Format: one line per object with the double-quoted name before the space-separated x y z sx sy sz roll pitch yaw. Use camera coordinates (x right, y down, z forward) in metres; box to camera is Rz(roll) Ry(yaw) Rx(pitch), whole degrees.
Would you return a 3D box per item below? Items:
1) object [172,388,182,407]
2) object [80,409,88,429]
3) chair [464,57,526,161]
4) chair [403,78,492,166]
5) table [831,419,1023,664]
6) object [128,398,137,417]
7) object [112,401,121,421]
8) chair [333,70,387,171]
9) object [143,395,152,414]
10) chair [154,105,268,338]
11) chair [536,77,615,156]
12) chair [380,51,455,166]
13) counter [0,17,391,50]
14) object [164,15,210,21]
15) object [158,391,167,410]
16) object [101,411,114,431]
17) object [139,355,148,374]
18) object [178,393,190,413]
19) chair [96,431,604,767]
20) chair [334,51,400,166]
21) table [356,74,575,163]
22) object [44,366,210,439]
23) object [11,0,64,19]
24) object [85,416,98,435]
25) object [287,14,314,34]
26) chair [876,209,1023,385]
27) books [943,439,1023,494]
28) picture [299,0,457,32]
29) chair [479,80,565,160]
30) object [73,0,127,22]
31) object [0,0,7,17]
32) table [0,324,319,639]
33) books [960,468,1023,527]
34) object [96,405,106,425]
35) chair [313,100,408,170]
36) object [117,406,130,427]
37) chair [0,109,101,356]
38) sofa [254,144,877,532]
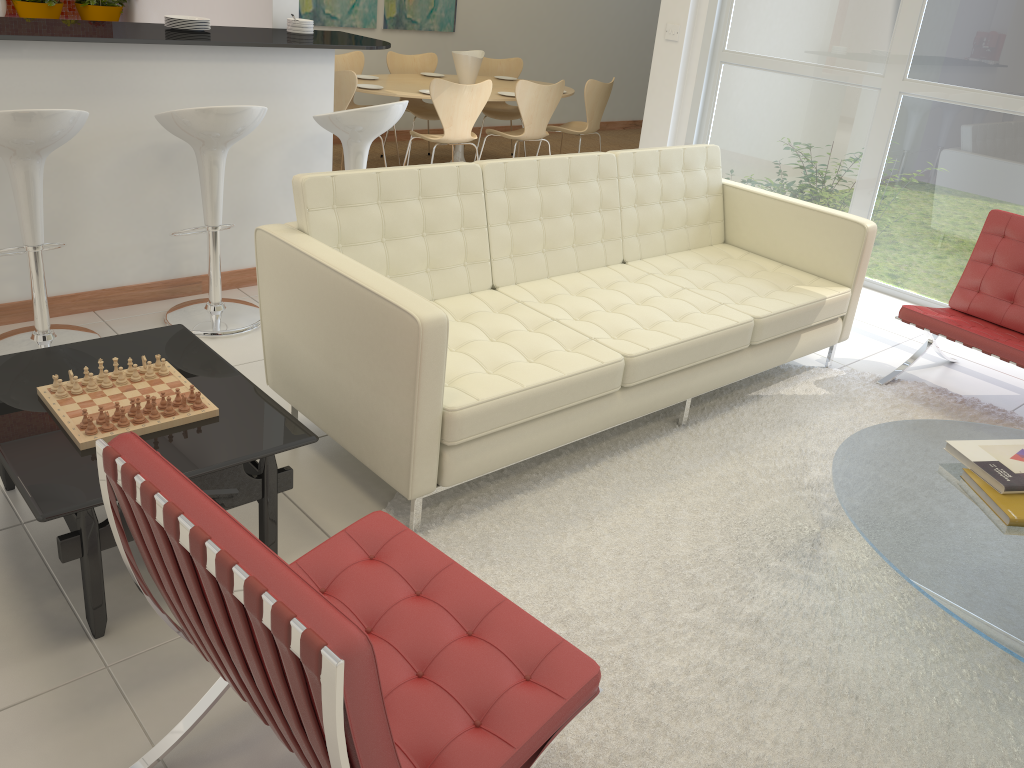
"object" -0.914 0.034 2.421 0.030 0.049 0.030 -10 28 -33
"object" -1.093 0.087 2.267 0.030 0.049 0.030 -10 28 -33
"chair" -0.132 -2.504 8.088 0.521 0.888 0.526 -2 24 -18
"chair" -0.488 -1.808 6.515 0.524 0.888 0.524 -10 28 -33
"table" 1.568 0.626 2.334 1.331 0.396 1.558 -16 33 -40
"object" -1.003 0.060 2.344 0.030 0.049 0.030 -10 28 -33
"object" -1.033 0.069 2.319 0.030 0.049 0.030 -10 28 -33
"chair" -1.217 -1.846 6.427 0.525 0.888 0.522 19 26 27
"object" -0.973 0.052 2.370 0.030 0.049 0.030 -10 28 -33
"chair" -1.318 -0.751 3.918 0.458 1.000 0.473 -8 27 -30
"chair" 0.534 -2.142 7.465 0.519 0.888 0.528 19 26 27
"chair" -0.797 -2.379 7.667 0.524 0.888 0.523 -12 29 -36
"counter" -1.851 -1.555 3.896 2.986 0.019 0.746 -16 33 -39
"object" -1.564 -1.758 4.266 0.210 0.015 0.215 6 25 0
"object" -0.944 0.043 2.396 0.030 0.049 0.030 -10 28 -33
"object" -1.036 0.092 2.266 0.030 0.051 0.030 -10 28 -33
"object" -1.072 -0.059 2.581 0.030 0.051 0.030 24 29 35
"object" -0.887 0.048 2.394 0.030 0.051 0.030 -10 28 -33
"chair" -0.304 0.506 1.685 0.708 0.800 0.713 25 30 37
"chair" -1.230 -2.199 7.181 0.519 0.888 0.529 17 25 23
"table" -0.433 -2.121 7.398 2.278 0.714 1.298 -15 32 -39
"object" -1.056 0.039 2.433 0.349 0.001 0.354 -16 33 -39
"object" -3.164 -2.618 5.860 0.526 0.440 0.510 -14 31 -37
"object" -1.067 0.104 2.242 0.030 0.043 0.030 -10 28 -33
"object" -1.146 -1.933 4.733 0.141 0.095 0.175 24 30 35
"chair" 2.242 -0.286 3.971 0.710 0.800 0.711 -12 29 -35
"books" 1.482 0.238 2.583 0.323 0.026 0.261 0 26 -13
"picture" -1.132 -3.905 7.760 1.751 1.476 0.020 -16 31 -40
"chair" 0.066 -1.955 6.956 0.525 0.888 0.523 -15 31 -40
"object" -2.853 -2.712 6.132 0.525 0.440 0.510 17 26 24
"object" -3.365 -2.484 5.729 0.160 0.277 0.163 9 23 7
"table" -1.098 0.233 2.547 0.706 0.414 0.929 -15 32 -39
"books" 1.466 0.323 2.458 0.323 0.026 0.261 4 25 -4
"object" -1.063 0.078 2.293 0.030 0.049 0.030 -10 28 -33
"chair" -0.774 -0.913 4.390 0.468 1.000 0.462 20 27 29
"object" -1.006 0.082 2.291 0.030 0.054 0.030 -10 28 -33
"chair" -1.864 -0.591 3.449 0.458 1.000 0.473 -8 27 -30
"sofa" 0.371 -0.390 3.627 2.584 0.904 1.014 -16 32 -39
